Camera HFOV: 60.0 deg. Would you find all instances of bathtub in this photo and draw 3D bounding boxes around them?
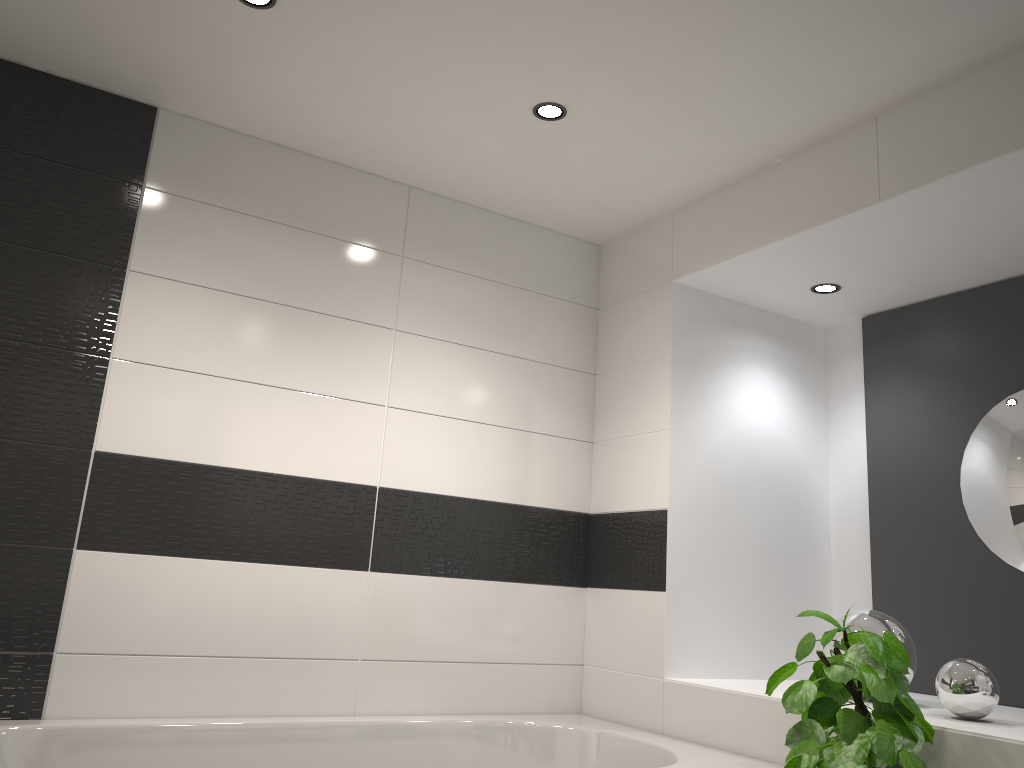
[{"bbox_3d":[-0.437,1.271,2.217,2.173,0.682,1.003,12,-16,-30],"label":"bathtub"}]

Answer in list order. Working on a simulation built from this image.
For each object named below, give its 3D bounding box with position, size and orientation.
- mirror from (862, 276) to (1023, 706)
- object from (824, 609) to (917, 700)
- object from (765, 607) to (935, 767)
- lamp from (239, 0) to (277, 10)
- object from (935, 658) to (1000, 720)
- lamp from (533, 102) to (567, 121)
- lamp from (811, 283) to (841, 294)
[{"bbox_3d":[1.692,0.297,2.785,0.078,1.393,1.354,13,-17,-30],"label":"mirror"},{"bbox_3d":[1.085,0.820,2.690,0.260,0.263,0.259,8,-15,-17],"label":"object"},{"bbox_3d":[0.744,1.062,1.996,0.438,1.141,0.415,1,-15,10],"label":"object"},{"bbox_3d":[-0.661,-1.000,2.284,0.105,0.004,0.105,1,-14,14],"label":"lamp"},{"bbox_3d":[1.195,0.800,2.327,0.150,0.152,0.149,8,-15,-17],"label":"object"},{"bbox_3d":[0.117,-0.840,2.736,0.105,0.004,0.105,1,-14,14],"label":"lamp"},{"bbox_3d":[1.155,-0.350,3.264,0.105,0.004,0.105,-9,-18,43],"label":"lamp"}]
